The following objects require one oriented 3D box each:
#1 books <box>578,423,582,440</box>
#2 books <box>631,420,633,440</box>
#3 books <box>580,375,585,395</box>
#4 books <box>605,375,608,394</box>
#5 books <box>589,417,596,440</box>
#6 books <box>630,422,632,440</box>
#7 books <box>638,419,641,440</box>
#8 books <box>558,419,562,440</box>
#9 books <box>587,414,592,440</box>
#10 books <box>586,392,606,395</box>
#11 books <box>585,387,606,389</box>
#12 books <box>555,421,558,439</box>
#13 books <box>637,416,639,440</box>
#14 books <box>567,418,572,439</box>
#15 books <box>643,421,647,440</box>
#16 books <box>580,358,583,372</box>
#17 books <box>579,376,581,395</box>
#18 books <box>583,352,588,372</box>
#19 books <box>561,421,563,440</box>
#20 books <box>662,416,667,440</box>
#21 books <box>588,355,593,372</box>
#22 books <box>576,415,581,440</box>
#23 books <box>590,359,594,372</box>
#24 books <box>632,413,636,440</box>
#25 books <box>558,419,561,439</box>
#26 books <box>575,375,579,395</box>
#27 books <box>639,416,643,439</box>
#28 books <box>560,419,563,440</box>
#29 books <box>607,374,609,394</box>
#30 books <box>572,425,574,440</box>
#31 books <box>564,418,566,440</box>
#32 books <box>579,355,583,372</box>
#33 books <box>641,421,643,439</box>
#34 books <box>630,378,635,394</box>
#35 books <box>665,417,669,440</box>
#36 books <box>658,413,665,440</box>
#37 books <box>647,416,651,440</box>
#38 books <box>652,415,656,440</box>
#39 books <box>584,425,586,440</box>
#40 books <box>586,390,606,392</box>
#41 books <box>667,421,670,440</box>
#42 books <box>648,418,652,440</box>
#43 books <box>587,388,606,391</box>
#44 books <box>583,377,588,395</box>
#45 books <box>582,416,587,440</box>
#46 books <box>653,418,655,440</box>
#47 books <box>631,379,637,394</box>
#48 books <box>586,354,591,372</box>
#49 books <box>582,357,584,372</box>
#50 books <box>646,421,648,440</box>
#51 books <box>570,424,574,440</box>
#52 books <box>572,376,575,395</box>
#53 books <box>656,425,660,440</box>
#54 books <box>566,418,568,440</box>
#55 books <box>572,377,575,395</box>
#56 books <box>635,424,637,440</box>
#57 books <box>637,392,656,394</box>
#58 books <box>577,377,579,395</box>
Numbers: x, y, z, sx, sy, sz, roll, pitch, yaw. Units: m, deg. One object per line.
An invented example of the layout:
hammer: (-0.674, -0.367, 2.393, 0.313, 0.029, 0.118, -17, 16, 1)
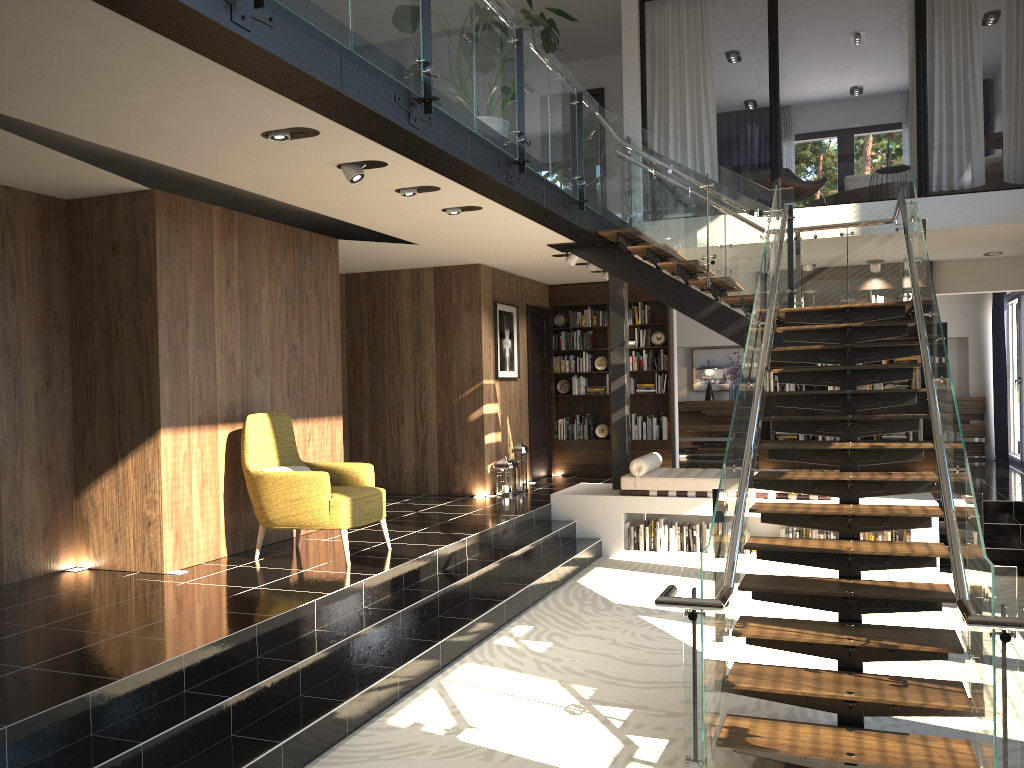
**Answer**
books: (0.979, 0.670, 12.531, 0.034, 0.223, 0.208, -1, 0, 21)
books: (1.681, 0.627, 12.254, 0.024, 0.278, 0.135, -1, 0, 21)
books: (0.998, 0.011, 12.493, 0.032, 0.279, 0.133, -1, 0, 21)
books: (1.340, 0.012, 12.371, 0.032, 0.262, 0.157, -1, 0, 21)
books: (1.128, 0.620, 12.451, 0.042, 0.315, 0.193, -1, 0, 21)
books: (1.662, 0.644, 12.270, 0.023, 0.244, 0.135, -1, 0, 21)
books: (1.767, 0.619, 12.224, 0.019, 0.289, 0.145, -1, 0, 21)
books: (0.705, 0.646, 12.622, 0.014, 0.282, 0.232, -1, 0, 21)
books: (1.091, 0.600, 12.440, 0.019, 0.356, 0.235, -1, 0, 21)
books: (1.187, 0.130, 12.432, 0.262, 0.032, 0.154, -1, 0, 23)
books: (1.181, 0.052, 12.422, 0.293, 0.016, 0.174, -1, 0, 20)
books: (0.662, 0.657, 12.665, 0.032, 0.262, 0.194, -1, 0, 21)
books: (1.749, 0.606, 12.229, 0.019, 0.317, 0.122, -1, 1, 21)
books: (0.818, 0.633, 12.592, 0.020, 0.304, 0.189, -1, 0, 21)
books: (1.837, 0.634, 12.181, 0.037, 0.256, 0.145, -1, 0, 21)
books: (0.997, -0.264, 12.485, 0.025, 0.194, 0.172, -1, 0, 21)
books: (0.975, 0.018, 12.510, 0.024, 0.265, 0.148, -1, 0, 21)
books: (1.041, -0.311, 12.467, 0.018, 0.284, 0.198, -1, 0, 21)
books: (0.744, 0.652, 12.592, 0.022, 0.269, 0.216, -1, 0, 21)
books: (2.086, 0.599, 12.083, 0.035, 0.315, 0.168, -1, 0, 21)
books: (1.107, -0.292, 12.468, 0.023, 0.245, 0.133, -1, 0, 21)
books: (0.941, 0.612, 12.503, 0.016, 0.341, 0.217, -1, 0, 21)
books: (1.121, -0.261, 12.452, 0.015, 0.181, 0.136, -1, 0, 21)
books: (1.684, 0.586, 12.207, 0.017, 0.359, 0.189, -1, 0, 21)
books: (0.695, 0.643, 12.660, 0.032, 0.288, 0.180, -1, 0, 21)
books: (0.919, 0.015, 12.511, 0.018, 0.275, 0.144, -1, 0, 21)
books: (1.779, 0.603, 12.202, 0.019, 0.321, 0.161, -1, 0, 21)
books: (0.731, 0.645, 12.631, 0.030, 0.282, 0.170, -1, 0, 21)
books: (1.354, -0.001, 12.339, 0.018, 0.286, 0.157, -1, 0, 21)
books: (0.895, 0.680, 12.564, 0.029, 0.207, 0.166, -1, 0, 21)
books: (0.776, 0.633, 12.579, 0.015, 0.306, 0.222, -1, 0, 21)
books: (0.979, -0.289, 12.504, 0.020, 0.243, 0.154, -1, 0, 21)
books: (1.811, 0.638, 12.212, 0.034, 0.250, 0.114, -1, 0, 21)
books: (1.667, 0.024, 12.263, 0.028, 0.224, 0.161, -1, 0, 21)
books: (2.113, 0.603, 12.065, 0.029, 0.306, 0.149, -1, 0, 21)
books: (2.037, 0.581, 12.097, 0.065, 0.354, 0.164, -1, 0, 21)
books: (1.879, 0.600, 12.153, 0.012, 0.322, 0.177, -1, 0, 21)
books: (1.941, 0.594, 12.130, 0.016, 0.332, 0.195, -1, 0, 21)
books: (1.059, 0.675, 12.500, 0.033, 0.208, 0.192, -1, 0, 21)
books: (1.187, 0.103, 12.433, 0.266, 0.021, 0.152, -1, 0, 19)
books: (2.145, 0.632, 12.065, 0.029, 0.247, 0.139, -1, 0, 21)
books: (1.900, 0.618, 12.150, 0.029, 0.286, 0.137, -1, 0, 21)
books: (1.187, 0.076, 12.433, 0.244, 0.033, 0.142, -1, 0, 17)
books: (1.034, 0.023, 12.499, 0.030, 0.253, 0.138, -1, 0, 21)
books: (1.028, 0.619, 12.489, 0.016, 0.322, 0.218, -1, 0, 21)
books: (1.957, 0.613, 12.124, 0.018, 0.292, 0.191, -1, 0, 21)
books: (1.687, 0.032, 12.225, 0.036, 0.206, 0.215, -1, 0, 21)
books: (1.078, -0.299, 12.456, 0.021, 0.260, 0.197, -1, 0, 21)
books: (1.030, -0.275, 12.498, 0.027, 0.214, 0.159, -1, 0, 21)
books: (1.871, 0.632, 12.183, 0.025, 0.260, 0.114, -1, 1, 21)
books: (0.862, 0.675, 12.548, 0.021, 0.217, 0.220, -1, 0, 21)
books: (0.885, 0.021, 12.551, 0.020, 0.264, 0.152, -1, 0, 21)
books: (2.003, 0.661, 12.140, 0.032, 0.195, 0.134, -1, 0, 21)
books: (0.803, 0.634, 12.604, 0.018, 0.302, 0.195, -1, 0, 21)
books: (0.894, 0.024, 12.509, 0.026, 0.257, 0.192, -1, 0, 21)
books: (1.725, 0.657, 12.240, 0.034, 0.215, 0.104, -1, 0, 21)
books: (1.854, 0.121, 12.187, 0.245, 0.021, 0.159, -1, 0, 23)
books: (0.951, 0.029, 12.526, 0.032, 0.245, 0.120, -1, 0, 21)
